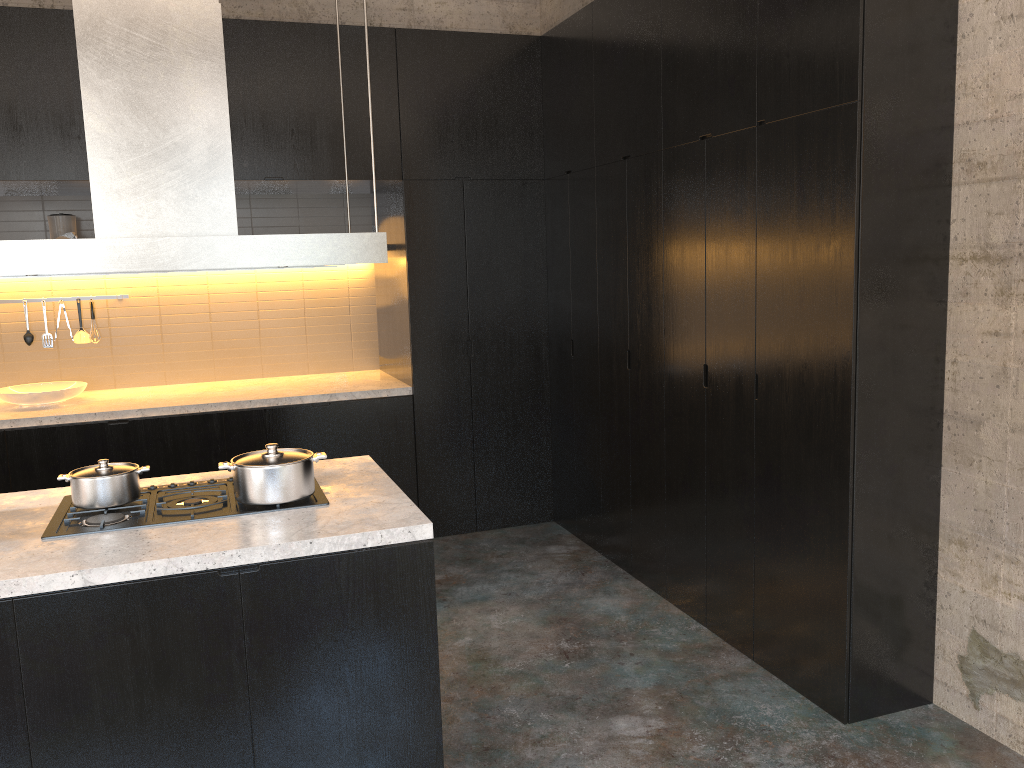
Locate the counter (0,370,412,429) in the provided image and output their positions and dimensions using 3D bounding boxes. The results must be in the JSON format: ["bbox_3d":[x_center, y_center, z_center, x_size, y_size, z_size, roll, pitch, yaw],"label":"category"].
[{"bbox_3d":[-2.823,0.197,5.119,4.360,0.142,1.000,-5,9,-19],"label":"counter"}]

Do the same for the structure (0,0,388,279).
[{"bbox_3d":[-1.962,-1.305,2.243,3.117,2.100,0.538,-5,9,-19],"label":"structure"}]

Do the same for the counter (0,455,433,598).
[{"bbox_3d":[-2.044,0.501,2.464,3.500,0.046,1.000,-5,9,-19],"label":"counter"}]

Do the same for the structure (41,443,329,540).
[{"bbox_3d":[-1.041,0.290,2.889,0.833,0.187,0.506,-5,9,-19],"label":"structure"}]

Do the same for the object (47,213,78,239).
[{"bbox_3d":[-2.557,-0.916,5.356,0.462,0.240,0.334,-5,9,-22],"label":"object"}]

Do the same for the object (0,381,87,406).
[{"bbox_3d":[-2.756,0.065,5.199,0.490,0.093,0.490,-5,9,-22],"label":"object"}]

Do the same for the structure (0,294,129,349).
[{"bbox_3d":[-2.984,-0.369,5.468,1.171,0.315,0.074,-5,9,-19],"label":"structure"}]
